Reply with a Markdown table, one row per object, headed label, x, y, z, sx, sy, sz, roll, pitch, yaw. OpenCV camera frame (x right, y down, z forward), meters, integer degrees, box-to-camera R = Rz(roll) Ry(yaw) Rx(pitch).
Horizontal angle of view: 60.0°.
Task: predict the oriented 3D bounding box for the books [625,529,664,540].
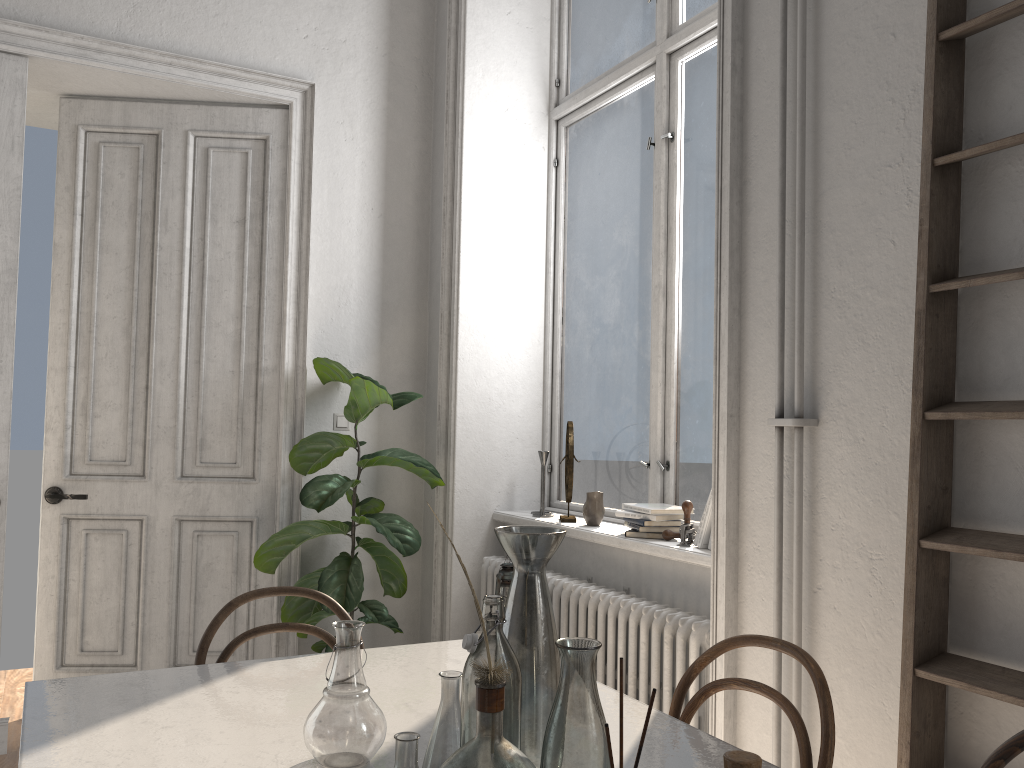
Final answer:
| label | x | y | z | sx | sy | sz | roll | pitch | yaw |
| --- | --- | --- | --- | --- | --- | --- | --- | --- | --- |
| books | 0.517 | 0.552 | 3.295 | 0.147 | 0.023 | 0.221 | 0 | -3 | 21 |

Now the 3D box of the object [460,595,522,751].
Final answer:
| label | x | y | z | sx | sy | sz | roll | pitch | yaw |
| --- | --- | --- | --- | --- | --- | --- | --- | --- | --- |
| object | -0.029 | 0.454 | 1.261 | 0.086 | 0.301 | 0.086 | 4 | -4 | -42 |

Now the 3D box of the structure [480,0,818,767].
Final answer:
| label | x | y | z | sx | sy | sz | roll | pitch | yaw |
| --- | --- | --- | --- | --- | --- | --- | --- | --- | --- |
| structure | 1.099 | -0.799 | 1.799 | 0.340 | 4.472 | 5.183 | 3 | -3 | -28 |

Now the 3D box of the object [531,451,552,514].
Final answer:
| label | x | y | z | sx | sy | sz | roll | pitch | yaw |
| --- | --- | --- | --- | --- | --- | --- | --- | --- | --- |
| object | 0.138 | 0.452 | 4.077 | 0.095 | 0.288 | 0.095 | 1 | -3 | 4 |

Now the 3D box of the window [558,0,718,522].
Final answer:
| label | x | y | z | sx | sy | sz | roll | pitch | yaw |
| --- | --- | --- | --- | --- | --- | --- | --- | --- | --- |
| window | 0.633 | -0.889 | 3.577 | 0.013 | 2.842 | 1.623 | 3 | -3 | -28 |

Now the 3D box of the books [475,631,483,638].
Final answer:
| label | x | y | z | sx | sy | sz | roll | pitch | yaw |
| --- | --- | --- | --- | --- | --- | --- | --- | --- | --- |
| books | -0.032 | 0.900 | 3.127 | 0.221 | 0.027 | 0.147 | 1 | -3 | 5 |

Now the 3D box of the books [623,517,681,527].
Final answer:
| label | x | y | z | sx | sy | sz | roll | pitch | yaw |
| --- | --- | --- | --- | --- | --- | --- | --- | --- | --- |
| books | 0.518 | 0.507 | 3.287 | 0.147 | 0.023 | 0.221 | 2 | -3 | -12 |

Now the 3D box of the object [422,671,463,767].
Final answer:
| label | x | y | z | sx | sy | sz | roll | pitch | yaw |
| --- | --- | --- | --- | --- | --- | --- | --- | --- | --- |
| object | -0.097 | 0.531 | 1.380 | 0.083 | 0.158 | 0.083 | 3 | -3 | -32 |

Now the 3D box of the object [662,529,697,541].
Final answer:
| label | x | y | z | sx | sy | sz | roll | pitch | yaw |
| --- | --- | --- | --- | --- | --- | --- | --- | --- | --- |
| object | 0.607 | 0.531 | 3.128 | 0.153 | 0.048 | 0.088 | 1 | -3 | 12 |

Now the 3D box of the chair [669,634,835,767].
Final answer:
| label | x | y | z | sx | sy | sz | roll | pitch | yaw |
| --- | --- | --- | --- | --- | --- | --- | --- | --- | --- |
| chair | 0.294 | 0.952 | 1.600 | 0.549 | 0.920 | 0.438 | 3 | -3 | -30 |

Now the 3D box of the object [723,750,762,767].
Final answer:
| label | x | y | z | sx | sy | sz | roll | pitch | yaw |
| --- | --- | --- | --- | --- | --- | --- | --- | --- | --- |
| object | 0.233 | 0.485 | 0.899 | 0.101 | 0.211 | 0.101 | 1 | -3 | 12 |

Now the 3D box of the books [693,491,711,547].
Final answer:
| label | x | y | z | sx | sy | sz | roll | pitch | yaw |
| --- | --- | --- | --- | --- | --- | --- | --- | --- | --- |
| books | 0.701 | 0.451 | 2.984 | 0.155 | 0.194 | 0.105 | 3 | -3 | -29 |

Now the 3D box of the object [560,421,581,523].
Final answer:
| label | x | y | z | sx | sy | sz | roll | pitch | yaw |
| --- | --- | --- | --- | --- | --- | --- | --- | --- | --- |
| object | 0.249 | 0.371 | 3.791 | 0.087 | 0.425 | 0.347 | 1 | -3 | 5 |

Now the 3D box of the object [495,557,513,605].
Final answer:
| label | x | y | z | sx | sy | sz | roll | pitch | yaw |
| --- | --- | --- | --- | --- | --- | --- | --- | --- | --- |
| object | 0.003 | 0.698 | 3.140 | 0.163 | 0.383 | 0.154 | -1 | -3 | 36 |

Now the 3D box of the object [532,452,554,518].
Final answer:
| label | x | y | z | sx | sy | sz | roll | pitch | yaw |
| --- | --- | --- | --- | --- | --- | --- | --- | --- | --- |
| object | 0.142 | 0.446 | 3.946 | 0.095 | 0.288 | 0.095 | 2 | -3 | -5 |

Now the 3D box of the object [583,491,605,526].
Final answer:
| label | x | y | z | sx | sy | sz | roll | pitch | yaw |
| --- | --- | --- | --- | --- | --- | --- | --- | --- | --- |
| object | 0.332 | 0.504 | 3.612 | 0.100 | 0.142 | 0.102 | -1 | -3 | 37 |

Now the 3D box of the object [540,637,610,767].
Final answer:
| label | x | y | z | sx | sy | sz | roll | pitch | yaw |
| --- | --- | --- | --- | --- | --- | --- | --- | --- | --- |
| object | 0.087 | 0.476 | 1.193 | 0.098 | 0.255 | 0.100 | -1 | -3 | 39 |

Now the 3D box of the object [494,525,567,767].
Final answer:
| label | x | y | z | sx | sy | sz | roll | pitch | yaw |
| --- | --- | --- | --- | --- | --- | --- | --- | --- | --- |
| object | 0.025 | 0.422 | 1.401 | 0.116 | 0.382 | 0.116 | 2 | -3 | -16 |

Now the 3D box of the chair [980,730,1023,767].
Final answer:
| label | x | y | z | sx | sy | sz | roll | pitch | yaw |
| --- | --- | --- | --- | --- | --- | --- | --- | --- | --- |
| chair | 0.630 | 0.934 | 1.130 | 0.549 | 0.920 | 0.438 | 2 | -3 | -21 |

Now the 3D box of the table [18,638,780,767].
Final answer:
| label | x | y | z | sx | sy | sz | roll | pitch | yaw |
| --- | --- | --- | --- | --- | --- | --- | --- | --- | --- |
| table | -0.015 | 0.986 | 1.092 | 1.100 | 0.779 | 2.201 | 3 | -3 | -28 |

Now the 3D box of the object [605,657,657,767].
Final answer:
| label | x | y | z | sx | sy | sz | roll | pitch | yaw |
| --- | --- | --- | --- | --- | --- | --- | --- | --- | --- |
| object | 0.120 | 0.450 | 0.955 | 0.107 | 0.283 | 0.107 | 3 | -3 | -33 |

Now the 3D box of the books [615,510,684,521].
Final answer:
| label | x | y | z | sx | sy | sz | roll | pitch | yaw |
| --- | --- | --- | --- | --- | --- | --- | --- | --- | --- |
| books | 0.509 | 0.485 | 3.281 | 0.155 | 0.020 | 0.205 | 4 | -4 | -38 |

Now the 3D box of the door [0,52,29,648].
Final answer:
| label | x | y | z | sx | sy | sz | roll | pitch | yaw |
| --- | --- | --- | --- | --- | --- | --- | --- | --- | --- |
| door | -2.525 | 0.033 | 3.369 | 1.097 | 2.813 | 0.216 | 3 | -3 | -26 |

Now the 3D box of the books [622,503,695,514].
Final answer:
| label | x | y | z | sx | sy | sz | roll | pitch | yaw |
| --- | --- | --- | --- | --- | --- | --- | --- | --- | --- |
| books | 0.537 | 0.460 | 3.274 | 0.174 | 0.019 | 0.244 | 2 | -3 | -18 |

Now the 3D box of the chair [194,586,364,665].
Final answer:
| label | x | y | z | sx | sy | sz | roll | pitch | yaw |
| --- | --- | --- | --- | --- | --- | --- | --- | --- | --- |
| chair | -0.487 | 0.953 | 1.948 | 0.438 | 0.920 | 0.549 | 2 | -3 | -19 |

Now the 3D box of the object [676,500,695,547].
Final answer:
| label | x | y | z | sx | sy | sz | roll | pitch | yaw |
| --- | --- | --- | --- | --- | --- | --- | --- | --- | --- |
| object | 0.598 | 0.474 | 3.029 | 0.048 | 0.153 | 0.088 | 0 | -3 | 32 |

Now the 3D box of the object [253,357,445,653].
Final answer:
| label | x | y | z | sx | sy | sz | roll | pitch | yaw |
| --- | --- | --- | --- | --- | --- | --- | --- | --- | --- |
| object | 0.290 | 0.482 | 1.478 | 0.792 | 1.841 | 5.829 | 2 | -3 | -22 |

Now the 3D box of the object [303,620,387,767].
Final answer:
| label | x | y | z | sx | sy | sz | roll | pitch | yaw |
| --- | --- | --- | --- | --- | --- | --- | --- | --- | --- |
| object | -0.268 | 0.499 | 1.436 | 0.132 | 0.219 | 0.132 | 3 | -3 | -38 |

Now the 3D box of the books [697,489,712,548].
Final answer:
| label | x | y | z | sx | sy | sz | roll | pitch | yaw |
| --- | --- | --- | --- | --- | --- | --- | --- | --- | --- |
| books | 0.716 | 0.430 | 2.948 | 0.174 | 0.235 | 0.100 | 3 | -3 | -28 |

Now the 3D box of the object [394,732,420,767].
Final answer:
| label | x | y | z | sx | sy | sz | roll | pitch | yaw |
| --- | --- | --- | --- | --- | --- | --- | --- | --- | --- |
| object | -0.153 | 0.556 | 1.281 | 0.058 | 0.094 | 0.058 | 1 | -3 | 1 |

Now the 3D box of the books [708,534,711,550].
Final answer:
| label | x | y | z | sx | sy | sz | roll | pitch | yaw |
| --- | --- | --- | --- | --- | --- | --- | --- | --- | --- |
| books | 0.728 | 0.445 | 2.926 | 0.155 | 0.203 | 0.072 | 3 | -3 | -28 |

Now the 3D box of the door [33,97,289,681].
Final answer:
| label | x | y | z | sx | sy | sz | roll | pitch | yaw |
| --- | --- | --- | --- | --- | --- | --- | --- | --- | --- |
| door | -1.573 | 0.091 | 4.055 | 1.097 | 2.813 | 0.216 | 1 | -3 | -3 |

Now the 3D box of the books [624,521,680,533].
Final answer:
| label | x | y | z | sx | sy | sz | roll | pitch | yaw |
| --- | --- | --- | --- | --- | --- | --- | --- | --- | --- |
| books | 0.518 | 0.529 | 3.289 | 0.155 | 0.022 | 0.205 | 2 | -3 | -8 |

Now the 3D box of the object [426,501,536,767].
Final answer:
| label | x | y | z | sx | sy | sz | roll | pitch | yaw |
| --- | --- | --- | --- | --- | --- | --- | --- | --- | --- |
| object | -0.026 | 0.372 | 1.071 | 0.157 | 0.446 | 0.157 | 2 | -3 | -10 |
